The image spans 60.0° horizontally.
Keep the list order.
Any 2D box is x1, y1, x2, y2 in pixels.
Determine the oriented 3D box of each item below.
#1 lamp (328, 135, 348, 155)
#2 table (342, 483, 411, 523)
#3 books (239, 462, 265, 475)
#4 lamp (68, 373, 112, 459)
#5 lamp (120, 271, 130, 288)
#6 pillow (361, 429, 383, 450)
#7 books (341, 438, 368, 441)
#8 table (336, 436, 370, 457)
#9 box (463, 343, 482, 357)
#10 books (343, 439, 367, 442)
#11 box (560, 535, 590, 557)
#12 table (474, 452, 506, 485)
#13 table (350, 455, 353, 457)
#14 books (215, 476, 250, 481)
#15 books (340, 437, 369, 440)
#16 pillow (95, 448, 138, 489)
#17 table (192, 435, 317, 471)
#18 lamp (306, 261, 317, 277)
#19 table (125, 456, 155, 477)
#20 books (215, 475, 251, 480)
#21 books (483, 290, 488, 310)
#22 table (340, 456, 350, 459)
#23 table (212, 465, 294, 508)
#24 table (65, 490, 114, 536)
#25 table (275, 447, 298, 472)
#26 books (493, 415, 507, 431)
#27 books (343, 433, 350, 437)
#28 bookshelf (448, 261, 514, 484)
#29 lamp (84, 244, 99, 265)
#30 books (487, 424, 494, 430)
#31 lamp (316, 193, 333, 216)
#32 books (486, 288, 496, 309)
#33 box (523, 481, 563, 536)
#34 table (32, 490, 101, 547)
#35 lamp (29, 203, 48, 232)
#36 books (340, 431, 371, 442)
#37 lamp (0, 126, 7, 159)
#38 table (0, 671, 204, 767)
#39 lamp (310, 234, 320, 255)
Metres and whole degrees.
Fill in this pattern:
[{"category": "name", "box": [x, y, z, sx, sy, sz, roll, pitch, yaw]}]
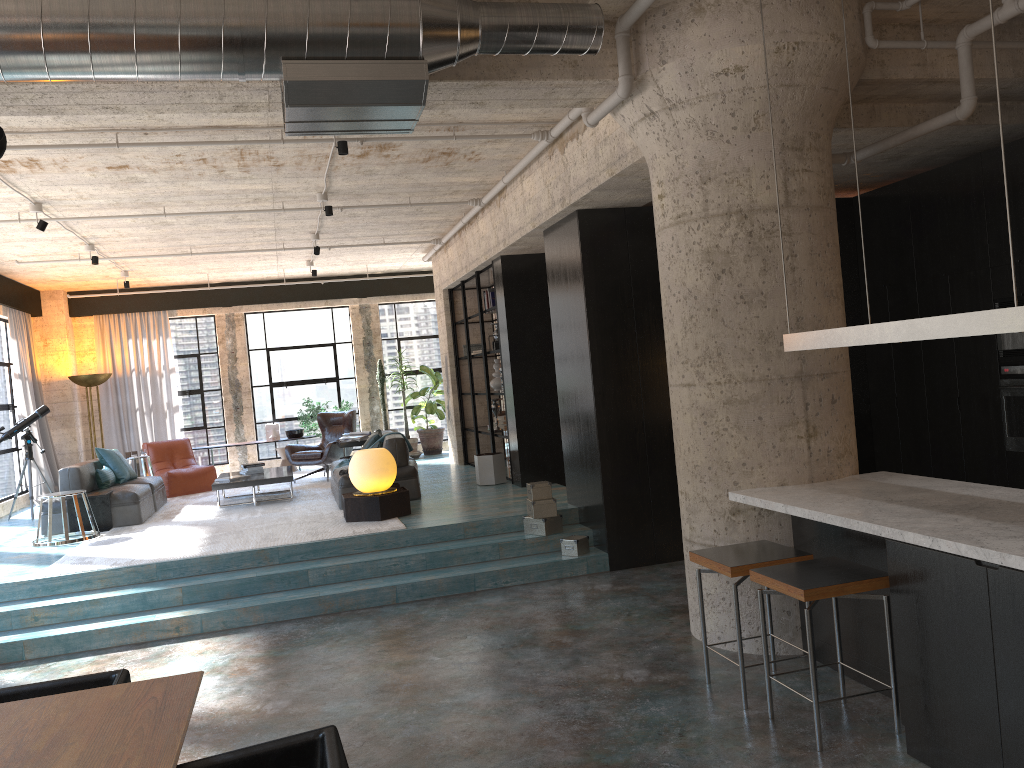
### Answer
[{"category": "lamp", "box": [-1.286, -1.793, 6.512, 0.141, 0.215, 0.107, -6, 1, -32]}, {"category": "table", "box": [-1.357, 1.164, 8.751, 0.616, 0.230, 1.044, -5, 1, -14]}, {"category": "books", "box": [-3.228, 1.051, 11.069, 0.279, 0.116, 0.322, -6, 1, -29]}, {"category": "lamp", "box": [-6.353, 0.771, 13.537, 0.619, 1.822, 0.619, -5, 1, -14]}, {"category": "lamp", "box": [-5.485, -1.479, 12.598, 0.107, 0.223, 0.143, -5, 1, 9]}, {"category": "pillow", "box": [-1.677, 0.748, 10.421, 0.320, 0.393, 0.670, -5, 1, -8]}, {"category": "books", "box": [-2.076, 0.729, 11.658, 0.252, 0.011, 0.318, -6, 1, -38]}, {"category": "table", "box": [-1.918, 1.013, 11.961, 0.800, 0.570, 0.800, -5, 1, -14]}, {"category": "box", "box": [-0.530, -0.476, 12.420, 0.306, 0.157, 0.312, -5, 1, -4]}, {"category": "books", "box": [-2.079, 0.740, 11.674, 0.252, 0.011, 0.318, -6, 1, -28]}, {"category": "box", "box": [0.533, 1.363, 7.477, 0.172, 0.140, 0.187, -5, 1, 38]}, {"category": "table", "box": [-0.255, 0.989, 10.373, 0.365, 0.340, 0.316, -5, 1, 16]}, {"category": "table", "box": [-1.829, 1.103, 11.374, 0.420, 0.390, 0.413, -5, 1, -14]}, {"category": "books", "box": [-3.305, 1.117, 10.495, 0.252, 0.011, 0.318, -5, 1, 30]}, {"category": "books", "box": [-2.073, 0.718, 11.677, 0.252, 0.011, 0.318, -6, 1, -38]}, {"category": "pillow", "box": [-4.784, 0.972, 10.551, 0.349, 0.466, 1.042, -5, 1, -4]}, {"category": "table", "box": [-4.125, 1.199, 14.324, 2.004, 0.530, 0.715, -5, 1, -16]}, {"category": "lamp", "box": [-2.985, -1.715, 13.216, 0.143, 0.223, 0.107, -5, 1, -1]}, {"category": "table", "box": [-4.954, 1.271, 11.747, 0.549, 0.603, 0.549, -6, 1, -35]}, {"category": "books", "box": [-3.299, 1.106, 10.499, 0.252, 0.011, 0.318, -5, 1, 35]}, {"category": "books", "box": [-0.258, -1.070, 11.515, 0.216, 0.290, 0.231, -5, 1, -14]}, {"category": "table", "box": [-2.112, 1.140, 11.899, 0.316, 0.340, 0.365, -6, 1, -44]}, {"category": "table", "box": [-3.131, 1.260, 10.855, 0.900, 0.309, 1.500, -5, 1, -14]}, {"category": "table", "box": [-4.481, 1.368, 9.413, 0.420, 0.390, 0.413, -5, 1, -14]}, {"category": "table", "box": [-3.640, 1.221, 14.346, 0.331, 0.394, 0.331, -5, 1, 25]}, {"category": "books", "box": [-0.082, 0.510, 11.574, 0.257, 0.188, 0.306, -5, 1, 41]}, {"category": "books", "box": [-2.170, 0.710, 12.086, 0.278, 0.075, 0.320, -5, 1, -10]}, {"category": "bookshelf", "box": [-0.153, -0.143, 11.580, 0.628, 2.571, 2.900, -5, 1, -14]}, {"category": "lamp", "box": [-4.905, -1.505, 10.344, 0.107, 0.223, 0.143, -5, 1, 19]}, {"category": "books", "box": [-0.172, 0.575, 11.893, 0.231, 0.068, 0.319, -6, 1, -23]}, {"category": "lamp", "box": [-1.851, -1.769, 8.753, 0.141, 0.215, 0.107, -6, 1, -32]}, {"category": "books", "box": [-0.200, -1.076, 11.275, 0.221, 0.298, 0.258, -5, 1, -14]}, {"category": "box", "box": [0.258, 1.082, 7.756, 0.280, 0.441, 0.331, -6, 1, -25]}, {"category": "table", "box": [-4.480, 1.328, 8.877, 0.620, 0.472, 0.620, -5, 1, -11]}, {"category": "lamp", "box": [-4.329, -1.516, 8.118, 0.144, 0.252, 0.107, -6, 1, -30]}, {"category": "books", "box": [-2.054, 0.693, 11.608, 0.322, 0.109, 0.273, -5, 1, 26]}, {"category": "lamp", "box": [-1.664, -1.288, 1.835, 0.583, 1.327, 1.813, -5, 1, -14]}, {"category": "table", "box": [-1.401, 1.450, 1.865, 1.299, 0.756, 2.410, -5, 1, -14]}, {"category": "lamp", "box": [-2.424, -1.725, 10.990, 0.107, 0.252, 0.144, -5, 1, 18]}]
